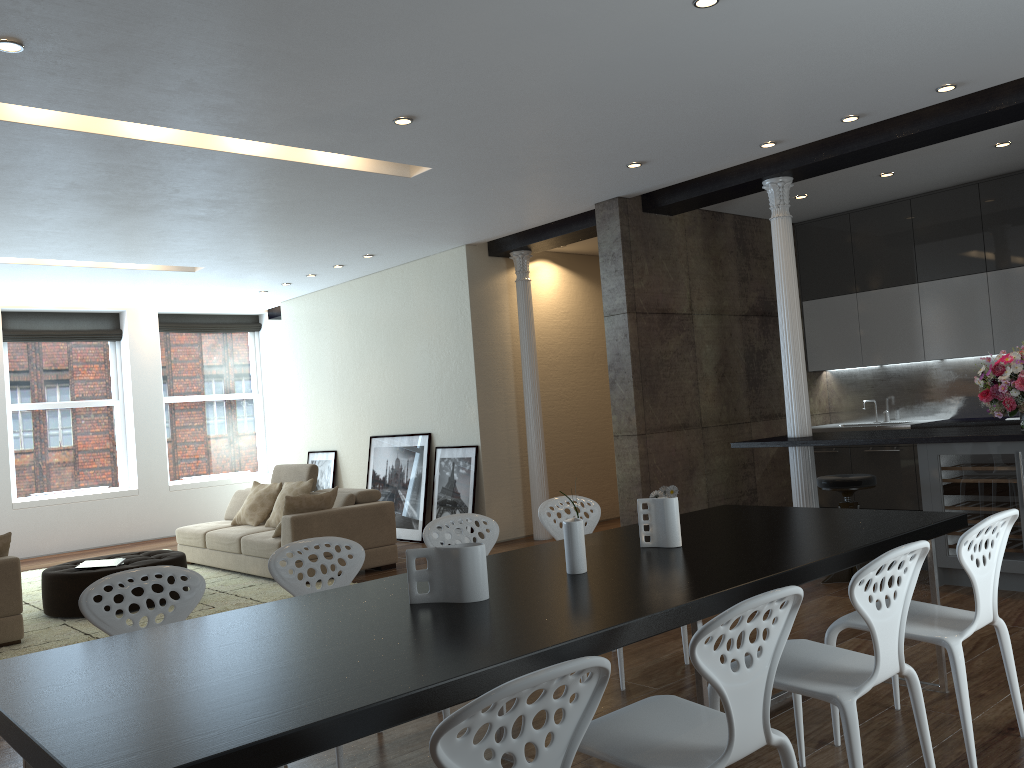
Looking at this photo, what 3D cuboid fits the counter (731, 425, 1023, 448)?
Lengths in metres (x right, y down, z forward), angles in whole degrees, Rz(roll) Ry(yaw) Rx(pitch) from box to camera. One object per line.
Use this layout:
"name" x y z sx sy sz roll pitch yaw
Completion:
"counter" 3.216 0.300 5.531 1.000 0.040 3.700 -3 -2 -41

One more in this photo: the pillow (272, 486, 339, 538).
"pillow" -1.757 1.089 7.544 0.518 0.393 0.395 -3 -3 -45

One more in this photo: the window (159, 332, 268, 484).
"window" -4.251 0.218 12.512 1.563 2.400 0.123 -3 -2 -41

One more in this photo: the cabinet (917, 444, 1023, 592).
"cabinet" 3.140 0.780 5.644 0.900 0.897 0.642 -3 -2 -41

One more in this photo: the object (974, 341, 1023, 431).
"object" 3.159 0.007 5.429 0.570 0.552 0.544 -3 -2 -35

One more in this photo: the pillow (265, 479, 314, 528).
"pillow" -2.079 1.115 8.273 0.301 0.439 0.534 -3 -3 -45

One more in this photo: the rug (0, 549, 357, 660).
"rug" -3.718 1.820 7.682 2.972 0.020 4.231 -3 -2 -41

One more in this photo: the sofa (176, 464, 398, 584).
"sofa" -2.246 1.264 8.450 1.021 0.950 2.581 -3 -2 -41

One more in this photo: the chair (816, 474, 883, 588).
"chair" -0.719 1.265 4.291 21.556 0.952 16.134 -3 -2 -41

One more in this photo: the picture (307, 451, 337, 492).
"picture" -2.419 1.340 11.100 0.195 0.988 0.700 -3 -2 -41

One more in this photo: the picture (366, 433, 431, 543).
"picture" -1.284 1.135 9.775 0.225 1.140 1.183 -3 -2 -41

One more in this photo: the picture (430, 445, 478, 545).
"picture" -0.599 1.132 9.015 0.195 0.988 0.700 -3 -2 -41

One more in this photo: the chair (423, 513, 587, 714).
"chair" -0.065 1.005 3.920 0.495 0.835 0.581 -3 -2 -41

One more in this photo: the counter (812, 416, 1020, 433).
"counter" 4.216 0.412 7.656 0.807 0.223 3.597 -3 -2 -41

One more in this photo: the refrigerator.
"refrigerator" 2.830 0.735 5.339 0.075 0.774 0.578 -3 -2 -37

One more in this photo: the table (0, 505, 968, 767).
"table" 0.239 1.004 2.980 3.400 0.733 1.200 -3 -2 -41

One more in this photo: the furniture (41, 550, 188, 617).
"furniture" -3.137 1.568 7.041 1.057 0.355 1.057 -3 -2 -39

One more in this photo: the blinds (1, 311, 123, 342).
"blinds" -5.716 -0.727 11.243 1.442 0.393 0.156 -3 -2 -41

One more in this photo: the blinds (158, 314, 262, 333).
"blinds" -4.291 -0.852 12.500 1.563 0.275 0.156 -3 -2 -41

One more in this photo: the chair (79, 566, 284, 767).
"chair" -1.133 1.058 2.966 0.495 0.835 0.581 -3 -2 -41

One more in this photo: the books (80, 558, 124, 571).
"books" -3.144 1.382 6.798 0.300 0.031 0.219 -4 -2 -26

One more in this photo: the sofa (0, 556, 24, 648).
"sofa" -4.458 1.374 6.506 1.021 0.950 2.581 -3 -2 -41

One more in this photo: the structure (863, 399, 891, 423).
"structure" 3.581 0.275 8.698 0.224 0.249 0.183 -3 -2 -41

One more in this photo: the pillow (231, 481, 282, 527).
"pillow" -2.498 1.173 8.733 0.519 0.416 0.368 -6 -3 44

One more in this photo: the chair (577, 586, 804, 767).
"chair" 0.443 0.912 2.229 0.495 0.835 0.581 -3 -2 -41

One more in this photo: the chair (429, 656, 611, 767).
"chair" -0.084 0.938 1.766 0.495 0.835 0.581 -3 -2 -41

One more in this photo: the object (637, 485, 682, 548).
"object" 0.574 0.507 3.409 0.161 0.233 0.076 -5 -2 30

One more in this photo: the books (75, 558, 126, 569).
"books" -3.141 1.373 6.772 0.301 0.040 0.220 -4 -2 -6

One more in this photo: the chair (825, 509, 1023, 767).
"chair" 1.497 0.860 3.156 0.495 0.835 0.581 -3 -2 -41

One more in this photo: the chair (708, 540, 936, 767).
"chair" 0.970 0.886 2.693 0.495 0.835 0.581 -3 -2 -41

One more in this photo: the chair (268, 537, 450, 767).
"chair" -0.624 1.033 3.440 0.495 0.835 0.581 -3 -2 -41

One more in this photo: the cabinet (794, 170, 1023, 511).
"cabinet" 5.405 -0.429 6.241 0.827 2.980 7.409 -3 -2 -41

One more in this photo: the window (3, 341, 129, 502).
"window" -5.679 0.290 11.257 1.443 2.400 0.123 -3 -2 -41

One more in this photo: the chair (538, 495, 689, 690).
"chair" 0.465 0.979 4.379 0.495 0.835 0.581 -3 -2 -41

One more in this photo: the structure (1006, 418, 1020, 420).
"structure" 4.572 0.260 7.179 0.520 0.066 0.900 -3 -2 -41

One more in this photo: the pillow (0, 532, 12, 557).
"pillow" -3.632 1.182 5.896 0.518 0.393 0.395 -3 -2 -38
